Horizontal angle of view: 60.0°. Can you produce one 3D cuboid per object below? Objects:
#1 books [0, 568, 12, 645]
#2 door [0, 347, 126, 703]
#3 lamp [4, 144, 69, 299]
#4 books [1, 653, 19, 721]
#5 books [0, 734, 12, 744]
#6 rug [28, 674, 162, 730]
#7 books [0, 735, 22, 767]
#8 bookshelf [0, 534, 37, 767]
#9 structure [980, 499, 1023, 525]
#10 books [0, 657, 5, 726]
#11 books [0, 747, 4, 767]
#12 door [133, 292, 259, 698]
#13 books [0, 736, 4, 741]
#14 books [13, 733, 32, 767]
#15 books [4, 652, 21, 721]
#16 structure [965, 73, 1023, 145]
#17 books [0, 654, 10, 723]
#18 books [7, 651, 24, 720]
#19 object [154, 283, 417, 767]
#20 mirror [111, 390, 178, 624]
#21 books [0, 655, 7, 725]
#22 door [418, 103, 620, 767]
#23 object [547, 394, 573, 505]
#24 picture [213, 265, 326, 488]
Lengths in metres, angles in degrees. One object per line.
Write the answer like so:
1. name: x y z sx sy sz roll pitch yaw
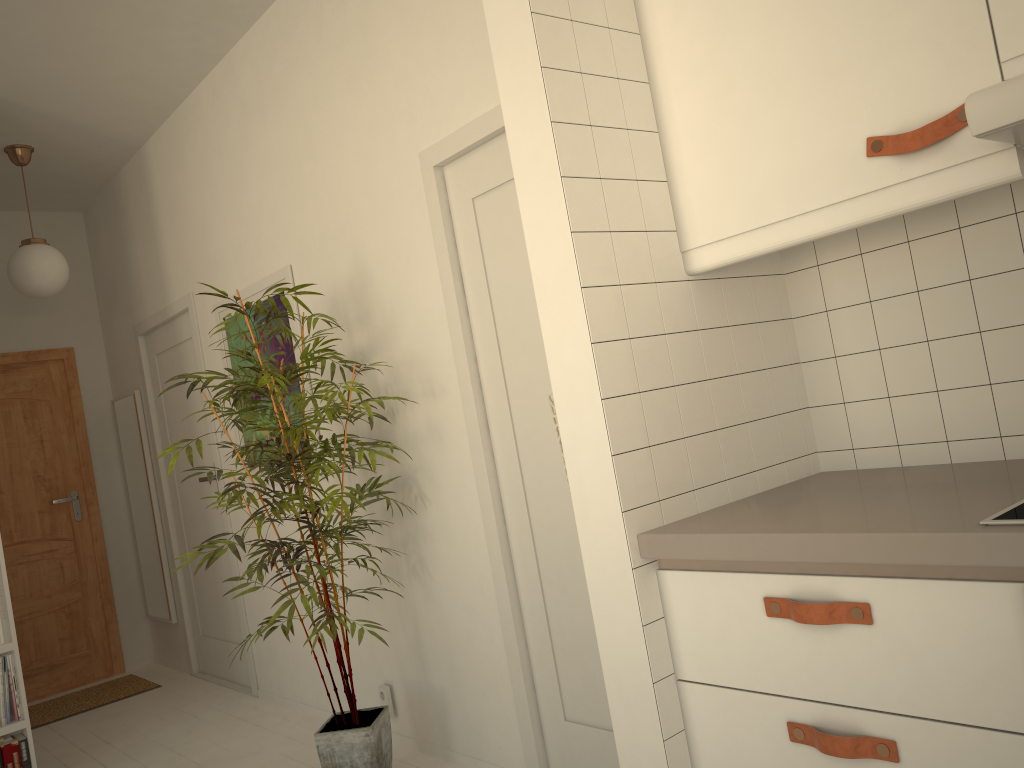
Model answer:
1. books: -2.063 0.877 3.542 0.039 0.303 0.229 -8 -2 -40
2. door: -2.931 0.832 5.218 0.931 2.033 0.159 -8 -3 -40
3. lamp: -2.411 -0.807 4.444 0.274 0.768 0.275 -12 -3 44
4. books: -2.001 1.196 3.522 0.008 0.256 0.184 -8 -2 -40
5. books: -2.055 1.398 3.430 0.193 0.012 0.130 -9 -2 -40
6. rug: -2.476 1.772 4.837 0.942 0.002 0.552 -9 -2 -40
7. books: -1.975 1.482 3.481 0.056 0.180 0.201 -8 -2 -40
8. bookshelf: -2.423 0.249 3.356 0.710 2.901 0.248 -8 -3 -40
9. structure: 1.015 0.104 0.974 0.504 0.057 0.763 -9 -2 -40
10. books: -2.033 1.202 3.501 0.034 0.257 0.209 -8 -2 -40
11. books: -2.028 1.496 3.462 0.050 0.170 0.221 -8 -2 -40
12. door: -1.675 0.596 4.789 0.166 2.033 0.954 -8 -3 -40
13. books: -2.055 1.389 3.408 0.165 0.006 0.102 -9 -2 -40
14. books: -1.953 1.481 3.523 0.032 0.176 0.230 -8 -2 -40
15. books: -1.988 1.193 3.517 0.007 0.257 0.180 -8 -2 -40
16. structure: 0.965 -0.420 1.014 0.482 0.073 0.680 -9 -2 -40
17. books: -1.998 1.196 3.488 0.033 0.258 0.130 -8 -3 -40
18. books: -1.976 1.191 3.516 0.011 0.256 0.139 -8 -3 -40
19. object: -1.142 0.619 3.174 2.087 1.712 0.778 -11 -2 31
20. mirror: -2.227 0.744 5.350 0.029 1.371 0.499 -8 -3 -40
21. books: -2.027 1.201 3.509 0.030 0.256 0.198 -8 -2 -40
22. door: 0.226 0.193 2.473 0.166 2.033 0.954 -8 -3 -40
23. object: 0.251 0.004 1.779 0.440 0.613 0.093 -9 -3 -41
24. picture: -1.081 0.004 3.884 0.012 0.877 0.821 -8 -2 -40
